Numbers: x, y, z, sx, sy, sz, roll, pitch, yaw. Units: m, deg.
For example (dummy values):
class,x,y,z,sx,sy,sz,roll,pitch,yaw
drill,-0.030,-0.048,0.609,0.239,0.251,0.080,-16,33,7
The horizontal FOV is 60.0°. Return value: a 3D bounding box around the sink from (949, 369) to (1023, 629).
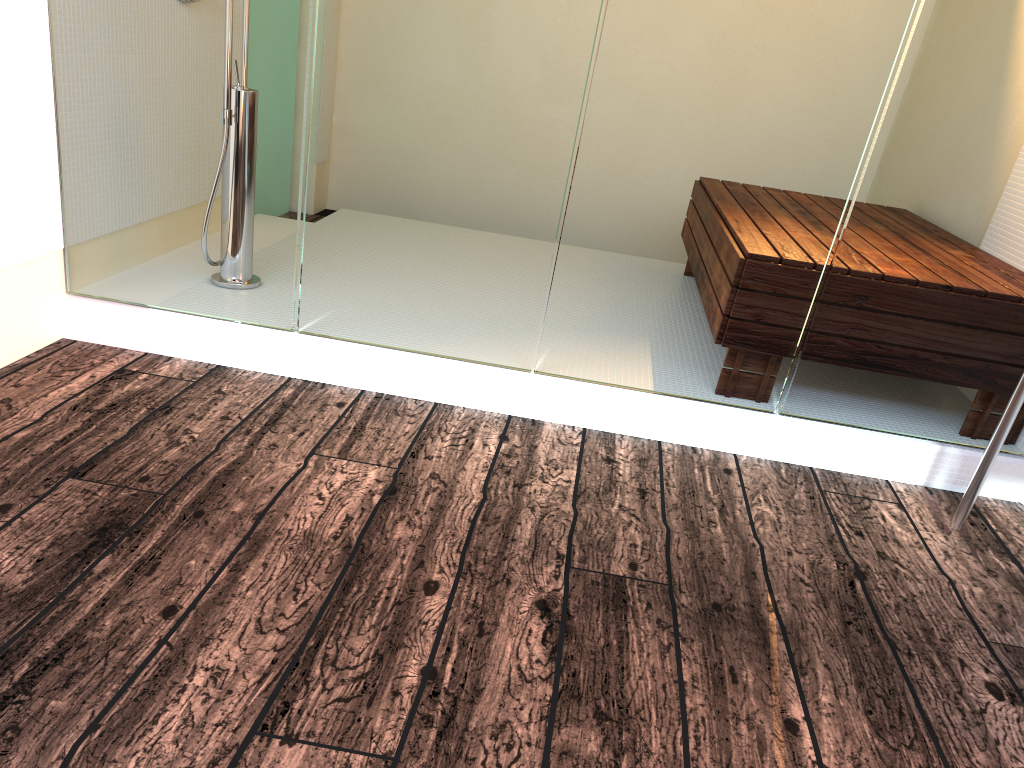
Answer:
class,x,y,z,sx,sy,sz,roll,pitch,yaw
sink,1.242,0.133,1.783,0.346,0.797,0.671,11,24,3
